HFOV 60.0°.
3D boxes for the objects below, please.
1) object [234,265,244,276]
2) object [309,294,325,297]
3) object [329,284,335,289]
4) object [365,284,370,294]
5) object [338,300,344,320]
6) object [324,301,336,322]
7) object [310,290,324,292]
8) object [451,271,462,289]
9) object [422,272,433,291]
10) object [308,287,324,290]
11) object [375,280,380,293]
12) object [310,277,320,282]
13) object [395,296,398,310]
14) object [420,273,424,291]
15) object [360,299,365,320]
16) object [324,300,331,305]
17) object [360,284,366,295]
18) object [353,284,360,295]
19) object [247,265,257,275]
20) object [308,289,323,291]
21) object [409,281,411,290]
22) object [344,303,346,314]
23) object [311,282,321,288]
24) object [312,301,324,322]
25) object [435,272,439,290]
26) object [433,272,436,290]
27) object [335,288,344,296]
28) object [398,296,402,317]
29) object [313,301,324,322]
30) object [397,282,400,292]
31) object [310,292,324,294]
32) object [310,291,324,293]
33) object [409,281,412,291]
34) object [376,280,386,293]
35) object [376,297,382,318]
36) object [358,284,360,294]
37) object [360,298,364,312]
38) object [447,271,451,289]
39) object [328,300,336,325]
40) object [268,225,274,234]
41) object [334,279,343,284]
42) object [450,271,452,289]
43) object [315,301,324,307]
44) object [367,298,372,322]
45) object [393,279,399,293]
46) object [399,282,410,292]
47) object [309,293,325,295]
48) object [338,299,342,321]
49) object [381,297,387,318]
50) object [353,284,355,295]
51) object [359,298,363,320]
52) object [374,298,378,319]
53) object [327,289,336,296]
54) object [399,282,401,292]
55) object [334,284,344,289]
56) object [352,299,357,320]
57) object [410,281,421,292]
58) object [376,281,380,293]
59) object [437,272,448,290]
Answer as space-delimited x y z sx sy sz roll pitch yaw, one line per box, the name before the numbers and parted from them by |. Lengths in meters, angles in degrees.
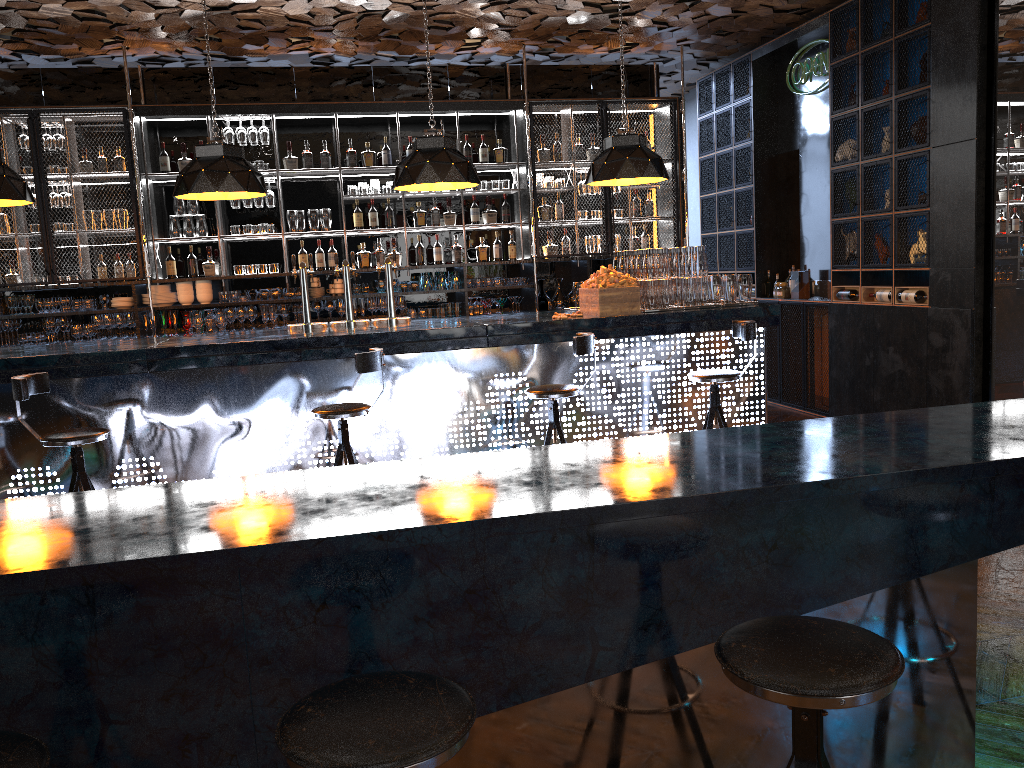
object | -2.528 -1.049 8.210 0.089 0.092 0.089 -9 10 -40
object | -1.831 -0.827 8.327 0.149 0.022 0.149 -10 10 -43
object | -1.688 -0.917 8.425 0.094 0.069 0.105 -8 9 -35
object | -1.393 -0.909 8.466 0.058 0.099 0.067 -3 7 0
object | -1.603 -0.675 8.329 0.058 0.234 0.058 1 9 30
object | -1.702 -0.665 8.324 0.108 0.227 0.108 -10 10 -41
object | -1.831 -0.870 8.321 0.149 0.026 0.148 -4 8 -5
object | -0.536 -0.995 8.483 0.101 0.172 0.115 -1 8 17
object | -0.805 -0.973 8.427 0.115 0.172 0.101 -1 8 17
object | -1.836 -0.891 8.317 0.149 0.026 0.148 -4 8 -5
object | -1.283 -0.949 8.624 0.100 0.125 0.100 -3 7 1
object | -1.846 -0.966 8.305 0.094 0.069 0.106 -4 8 -6
object | -1.124 -0.729 8.561 0.091 0.229 0.091 -6 8 -19
object | -0.836 -0.986 8.542 0.115 0.172 0.101 -3 7 -2
object | -1.403 -0.689 8.363 0.049 0.231 0.049 -5 8 -17
object | -1.752 -0.693 8.558 0.108 0.227 0.108 0 8 24
object | -1.408 -0.893 8.357 0.067 0.099 0.058 0 8 23
object | -1.459 -0.884 8.306 0.058 0.099 0.067 2 9 33
object | -2.409 -1.057 8.222 0.089 0.092 0.089 3 10 41
object | -1.834 -0.880 8.319 0.149 0.025 0.149 3 10 40
object | -0.961 -0.953 8.634 0.098 0.097 0.098 -7 8 -26
object | -1.549 -0.680 8.350 0.058 0.234 0.058 -4 8 -9
object | -1.833 -0.923 8.313 0.107 0.070 0.094 -1 8 18
object | -1.815 -0.656 8.299 0.108 0.227 0.108 -6 8 -20
object | -0.696 -0.998 8.571 0.101 0.172 0.115 -1 8 17
object | -0.725 -1.011 8.686 0.101 0.172 0.115 -4 8 -7
object | -1.618 -0.866 8.354 0.106 0.067 0.094 -6 8 -24
object | -1.088 -0.747 8.688 0.091 0.229 0.091 -5 8 -14
object | -1.862 -0.684 8.535 0.108 0.227 0.108 -1 8 19
object | -1.084 -0.954 8.687 0.098 0.097 0.098 -6 8 -21
object | -1.831 -0.848 8.324 0.149 0.023 0.149 -7 8 -28
object | -1.832 -0.860 8.322 0.149 0.024 0.149 -5 8 -13
object | -0.944 -0.941 8.534 0.098 0.097 0.098 -1 8 12
object | -1.229 -0.921 8.390 0.100 0.125 0.100 1 8 27
object | -1.280 -0.731 8.645 0.091 0.229 0.091 3 10 40
object | -1.475 -0.905 8.470 0.058 0.099 0.067 -4 8 -9
object | -1.415 -0.696 8.426 0.049 0.231 0.049 -4 8 -8
object | -0.591 -1.023 8.719 0.115 0.172 0.101 -3 7 -2
object | -1.725 -0.679 8.440 0.108 0.227 0.108 4 10 42
object | -2.284 -1.452 8.363 0.089 0.092 0.089 -7 8 -28
object | -1.626 -0.954 8.334 0.094 0.068 0.106 -5 8 -12
object | -0.555 -1.009 8.598 0.115 0.172 0.101 -7 8 -27
object | -1.836 -0.670 8.416 0.108 0.227 0.108 -8 9 -32
object | -1.370 -0.724 8.626 0.091 0.229 0.091 0 8 23
object | -1.121 -0.931 8.416 0.108 0.126 0.108 0 8 22
object | -1.020 -0.921 8.414 0.098 0.097 0.098 -8 9 -32
object | -1.831 -0.837 8.326 0.149 0.023 0.149 -10 10 -43
object | -1.636 -0.693 8.483 0.058 0.234 0.058 -9 9 -37
object | -1.217 -0.721 8.543 0.091 0.229 0.091 0 8 20
object | -1.476 -0.892 8.372 0.067 0.099 0.058 -10 10 -42
object | -1.447 -0.710 8.546 0.049 0.231 0.049 -4 8 -9
object | -1.310 -0.713 8.523 0.091 0.229 0.091 -2 8 9
object | -1.693 -0.872 8.432 0.094 0.067 0.106 3 10 40
object | -1.040 -0.933 8.512 0.098 0.097 0.098 0 8 25
object | -1.623 -0.911 8.351 0.094 0.069 0.106 1 9 29
object | -1.477 -0.682 8.347 0.049 0.231 0.049 -3 7 -1
object | -0.918 -0.929 8.430 0.098 0.097 0.098 0 8 22
object | -1.255 -0.935 8.509 0.100 0.125 0.100 2 9 35
object | -0.664 -0.983 8.447 0.115 0.172 0.101 -7 8 -27
